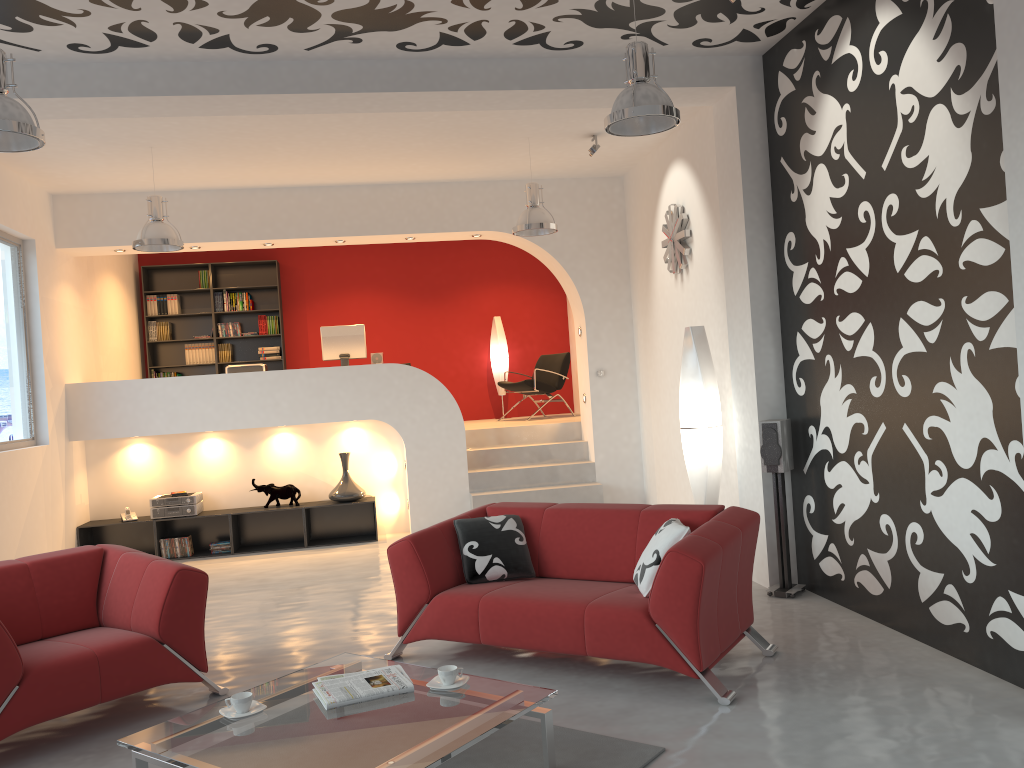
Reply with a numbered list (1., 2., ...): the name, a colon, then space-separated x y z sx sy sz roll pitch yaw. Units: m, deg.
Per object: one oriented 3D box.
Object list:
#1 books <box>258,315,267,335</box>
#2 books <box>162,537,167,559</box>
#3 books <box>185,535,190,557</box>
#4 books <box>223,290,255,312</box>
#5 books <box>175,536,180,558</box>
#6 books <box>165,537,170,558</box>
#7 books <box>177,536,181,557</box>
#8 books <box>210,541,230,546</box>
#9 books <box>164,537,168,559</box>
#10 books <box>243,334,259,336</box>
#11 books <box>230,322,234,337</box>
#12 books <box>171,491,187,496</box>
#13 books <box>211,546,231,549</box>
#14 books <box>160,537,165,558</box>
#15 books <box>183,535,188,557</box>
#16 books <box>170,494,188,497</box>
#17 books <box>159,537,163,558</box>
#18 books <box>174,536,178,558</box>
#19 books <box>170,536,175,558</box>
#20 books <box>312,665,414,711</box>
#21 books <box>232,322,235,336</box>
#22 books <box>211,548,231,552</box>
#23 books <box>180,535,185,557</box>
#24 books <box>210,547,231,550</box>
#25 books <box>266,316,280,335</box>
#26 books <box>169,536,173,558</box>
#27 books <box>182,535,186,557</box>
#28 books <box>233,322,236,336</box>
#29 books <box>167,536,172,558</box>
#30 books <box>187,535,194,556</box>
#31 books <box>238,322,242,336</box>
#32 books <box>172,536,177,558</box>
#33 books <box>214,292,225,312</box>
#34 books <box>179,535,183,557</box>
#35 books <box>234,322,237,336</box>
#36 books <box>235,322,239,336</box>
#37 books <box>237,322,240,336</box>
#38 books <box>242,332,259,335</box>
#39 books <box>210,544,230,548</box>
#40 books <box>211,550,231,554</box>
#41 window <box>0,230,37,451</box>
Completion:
1. books: -3.179 -0.743 11.334 0.090 0.256 0.181 -4 0 -9
2. books: -3.330 1.575 8.535 0.031 0.190 0.135 -4 0 -9
3. books: -3.123 1.561 8.567 0.031 0.190 0.135 -4 0 -9
4. books: -3.470 -1.055 11.268 0.341 0.286 0.231 -4 0 -9
5. books: -3.212 1.567 8.553 0.031 0.190 0.135 -4 0 -9
6. books: -3.300 1.573 8.539 0.031 0.190 0.135 -4 0 -9
7. books: -3.197 1.566 8.555 0.031 0.190 0.135 -4 0 -9
8. books: -2.848 1.555 8.660 0.190 0.015 0.135 -4 0 -14
9. books: -3.315 1.574 8.537 0.031 0.190 0.135 -4 0 -9
10. books: -3.326 -0.627 11.318 0.190 0.015 0.135 -4 0 -9
11. books: -3.551 -0.684 11.284 0.031 0.190 0.135 -4 0 -9
12. books: -3.234 1.060 8.609 0.135 0.015 0.190 -4 0 -24
13. books: -2.832 1.584 8.662 0.190 0.015 0.135 -4 0 -9
14. books: -3.345 1.576 8.532 0.031 0.190 0.135 -4 0 -9
15. books: -3.138 1.562 8.565 0.031 0.190 0.135 -4 0 -9
16. books: -3.228 1.075 8.601 0.135 0.015 0.190 -4 0 -29
17. books: -3.359 1.577 8.530 0.031 0.190 0.135 -4 0 -9
18. books: -3.226 1.568 8.551 0.031 0.190 0.135 -4 0 -9
19. books: -3.256 1.570 8.546 0.031 0.190 0.135 -4 0 -9
20. books: -0.591 1.192 3.500 0.367 0.035 0.345 -4 0 -19
21. books: -3.536 -0.685 11.286 0.031 0.190 0.135 -4 0 -9
22. books: -2.826 1.614 8.663 0.190 0.015 0.135 -4 0 -9
23. books: -3.167 1.564 8.560 0.031 0.190 0.135 -4 0 -9
24. books: -2.837 1.599 8.662 0.190 0.015 0.135 -4 0 -4
25. books: -3.059 -0.743 11.352 0.146 0.240 0.170 -4 0 -9
26. books: -3.271 1.571 8.544 0.031 0.190 0.135 -4 0 -9
27. books: -3.152 1.563 8.562 0.031 0.190 0.135 -4 0 -9
28. books: -3.521 -0.686 11.288 0.031 0.190 0.135 -4 0 -9
29. books: -3.286 1.572 8.541 0.031 0.190 0.135 -4 0 -9
30. books: -3.108 1.560 8.569 0.031 0.190 0.135 -4 0 -9
31. books: -3.462 -0.690 11.298 0.031 0.190 0.135 -4 0 -9
32. books: -3.241 1.569 8.548 0.031 0.190 0.135 -4 0 -9
33. books: -3.706 -1.024 11.255 0.090 0.256 0.181 -4 0 -9
34. books: -3.182 1.565 8.558 0.031 0.190 0.135 -4 0 -9
35. books: -3.506 -0.687 11.291 0.031 0.190 0.135 -4 0 -9
36. books: -3.492 -0.688 11.293 0.031 0.190 0.135 -4 0 -9
37. books: -3.477 -0.689 11.295 0.031 0.190 0.135 -4 0 -9
38. books: -3.337 -0.641 11.317 0.190 0.015 0.135 -4 0 -4
39. books: -2.836 1.569 8.655 0.190 0.015 0.135 -4 0 -9
40. books: -2.831 1.629 8.662 0.190 0.015 0.135 -4 0 -14
41. window: -4.074 -0.368 6.550 0.100 1.800 2.400 -4 0 -9
